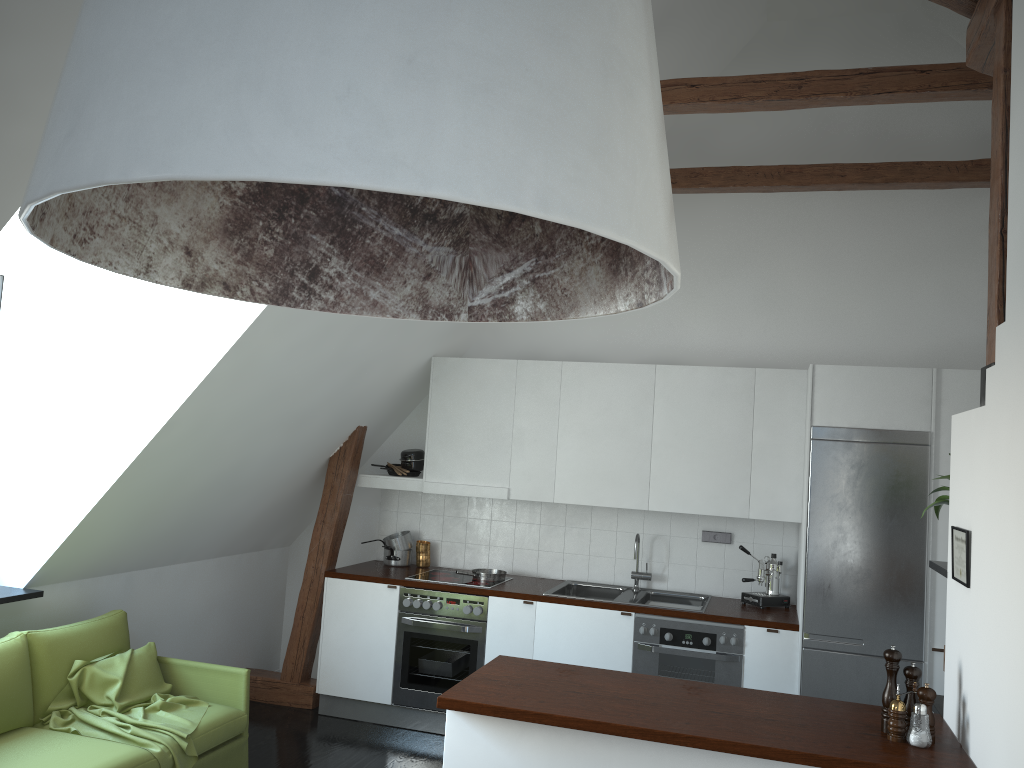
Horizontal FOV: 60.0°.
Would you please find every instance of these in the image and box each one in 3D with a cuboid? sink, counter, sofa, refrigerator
[{"bbox_3d":[0.745,1.212,5.553,0.963,0.519,0.671,2,-5,17],"label":"sink"},{"bbox_3d":[0.175,1.223,4.484,3.365,0.038,3.085,2,-5,17],"label":"counter"},{"bbox_3d":[-1.976,1.495,3.511,0.898,0.825,2.093,3,-5,16],"label":"sofa"},{"bbox_3d":[1.902,1.174,4.792,0.609,1.868,0.031,2,-5,17],"label":"refrigerator"}]

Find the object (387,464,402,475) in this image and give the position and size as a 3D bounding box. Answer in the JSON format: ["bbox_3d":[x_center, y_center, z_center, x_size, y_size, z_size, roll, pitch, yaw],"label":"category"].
[{"bbox_3d":[-0.815,0.592,6.139,0.065,0.065,0.332,5,-5,-16],"label":"object"}]

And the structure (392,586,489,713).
[{"bbox_3d":[-0.354,1.677,5.769,0.583,0.725,0.749,2,-5,17],"label":"structure"}]

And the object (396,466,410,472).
[{"bbox_3d":[-0.762,0.594,6.180,0.065,0.031,0.335,6,-5,-26],"label":"object"}]

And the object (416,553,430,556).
[{"bbox_3d":[-0.624,1.204,6.222,0.099,0.043,0.100,3,-4,4],"label":"object"}]

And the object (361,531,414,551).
[{"bbox_3d":[-0.876,1.110,6.227,0.371,0.169,0.203,5,-4,-11],"label":"object"}]

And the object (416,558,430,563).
[{"bbox_3d":[-0.623,1.242,6.215,0.100,0.048,0.099,1,-5,35],"label":"object"}]

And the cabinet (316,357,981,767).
[{"bbox_3d":[0.613,0.964,4.406,4.208,2.369,3.033,2,-5,17],"label":"cabinet"}]

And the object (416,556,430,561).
[{"bbox_3d":[-0.624,1.224,6.218,0.099,0.051,0.099,4,-4,3],"label":"object"}]

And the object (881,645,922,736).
[{"bbox_3d":[1.298,1.018,2.952,0.123,0.283,0.061,2,-5,17],"label":"object"}]

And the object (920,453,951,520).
[{"bbox_3d":[1.862,0.469,3.440,0.493,0.486,0.506,1,-5,36],"label":"object"}]

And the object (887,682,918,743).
[{"bbox_3d":[1.261,1.055,2.873,0.080,0.192,0.058,4,-4,1],"label":"object"}]

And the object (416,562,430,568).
[{"bbox_3d":[-0.623,1.264,6.214,0.100,0.036,0.100,3,-4,13],"label":"object"}]

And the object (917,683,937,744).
[{"bbox_3d":[1.343,1.065,2.876,0.058,0.184,0.058,3,-4,13],"label":"object"}]

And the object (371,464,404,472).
[{"bbox_3d":[-0.821,0.601,6.235,0.357,0.075,0.244,5,-4,-12],"label":"object"}]

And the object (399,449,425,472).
[{"bbox_3d":[-0.697,0.538,6.230,0.190,0.166,0.200,5,-5,-20],"label":"object"}]

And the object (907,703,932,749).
[{"bbox_3d":[1.294,1.082,2.816,0.069,0.135,0.069,4,-4,-8],"label":"object"}]

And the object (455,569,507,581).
[{"bbox_3d":[-0.209,1.248,5.839,0.351,0.061,0.232,5,-4,-10],"label":"object"}]

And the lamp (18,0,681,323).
[{"bbox_3d":[-0.043,-1.520,1.125,0.757,2.813,0.697,6,-5,-23],"label":"lamp"}]

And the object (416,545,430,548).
[{"bbox_3d":[-0.624,1.147,6.223,0.100,0.036,0.100,-1,-6,45],"label":"object"}]

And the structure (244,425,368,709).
[{"bbox_3d":[-3.241,0.603,0.232,1.023,1.963,12.350,2,-5,17],"label":"structure"}]

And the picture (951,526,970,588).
[{"bbox_3d":[1.500,0.573,2.961,0.023,0.182,0.250,2,-5,17],"label":"picture"}]

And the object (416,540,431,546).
[{"bbox_3d":[-0.622,1.127,6.223,0.100,0.047,0.099,3,-4,12],"label":"object"}]

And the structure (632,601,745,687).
[{"bbox_3d":[1.054,1.726,5.261,0.612,0.725,0.582,2,-5,17],"label":"structure"}]

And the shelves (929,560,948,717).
[{"bbox_3d":[1.926,0.982,3.274,0.660,0.553,0.408,2,-5,17],"label":"shelves"}]

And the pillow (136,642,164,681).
[{"bbox_3d":[-1.844,1.426,4.272,0.210,0.275,0.462,3,-5,14],"label":"pillow"}]

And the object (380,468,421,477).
[{"bbox_3d":[-0.763,0.615,6.177,0.243,0.056,0.350,3,-4,5],"label":"object"}]

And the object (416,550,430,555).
[{"bbox_3d":[-0.624,1.182,6.224,0.099,0.057,0.101,1,-5,28],"label":"object"}]

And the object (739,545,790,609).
[{"bbox_3d":[1.534,1.183,5.470,0.353,0.370,0.206,6,-5,-27],"label":"object"}]

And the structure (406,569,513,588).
[{"bbox_3d":[-0.336,1.286,5.786,0.574,0.041,0.504,2,-5,17],"label":"structure"}]

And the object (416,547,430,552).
[{"bbox_3d":[-0.625,1.164,6.221,0.100,0.036,0.100,5,-5,-17],"label":"object"}]

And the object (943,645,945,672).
[{"bbox_3d":[1.821,1.079,3.331,0.287,0.101,0.329,3,-4,12],"label":"object"}]

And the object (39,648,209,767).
[{"bbox_3d":[-1.680,1.536,4.084,0.722,0.493,0.711,3,-4,12],"label":"object"}]

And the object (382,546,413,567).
[{"bbox_3d":[-0.797,1.190,6.165,0.200,0.154,0.348,4,-4,-4],"label":"object"}]

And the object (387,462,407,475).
[{"bbox_3d":[-0.800,0.586,6.145,0.061,0.077,0.331,6,-5,-25],"label":"object"}]
